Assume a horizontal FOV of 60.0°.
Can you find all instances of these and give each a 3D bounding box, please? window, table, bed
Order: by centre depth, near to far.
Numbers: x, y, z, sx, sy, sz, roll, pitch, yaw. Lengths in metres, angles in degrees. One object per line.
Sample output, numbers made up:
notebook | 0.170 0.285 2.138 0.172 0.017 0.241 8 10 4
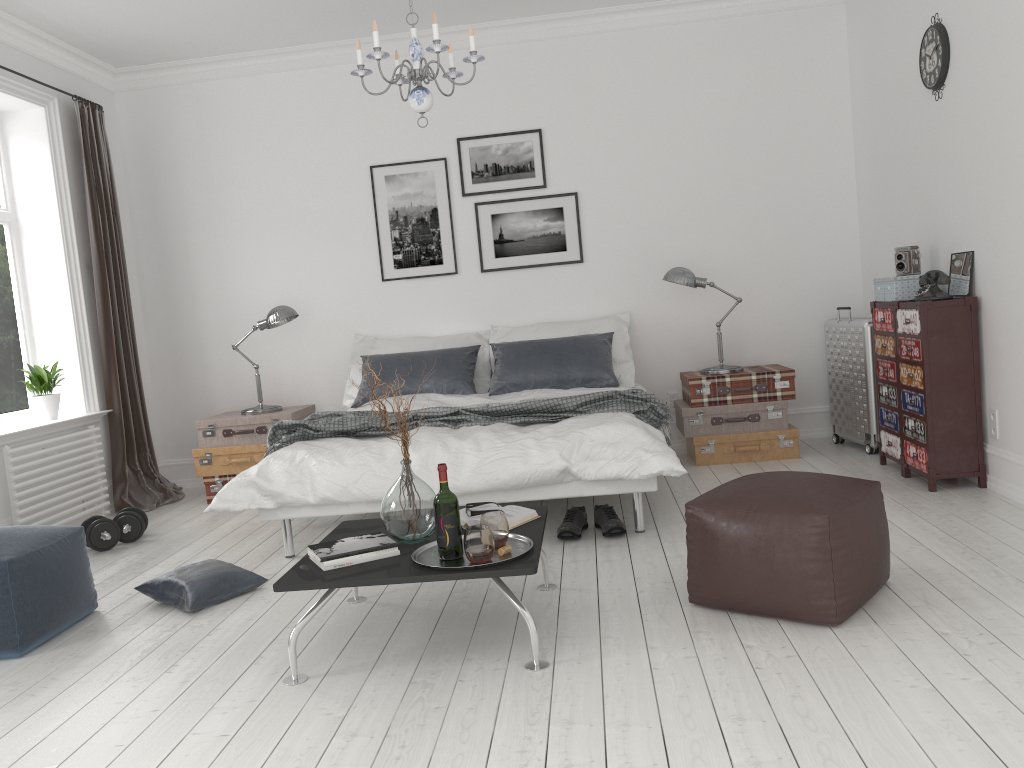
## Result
table | -0.284 0.700 3.087 0.833 0.313 0.824 -5 5 5
bed | -0.223 0.217 5.095 2.217 0.926 2.473 -5 5 6
window | -3.155 -0.682 5.100 0.120 1.956 1.112 -5 5 5

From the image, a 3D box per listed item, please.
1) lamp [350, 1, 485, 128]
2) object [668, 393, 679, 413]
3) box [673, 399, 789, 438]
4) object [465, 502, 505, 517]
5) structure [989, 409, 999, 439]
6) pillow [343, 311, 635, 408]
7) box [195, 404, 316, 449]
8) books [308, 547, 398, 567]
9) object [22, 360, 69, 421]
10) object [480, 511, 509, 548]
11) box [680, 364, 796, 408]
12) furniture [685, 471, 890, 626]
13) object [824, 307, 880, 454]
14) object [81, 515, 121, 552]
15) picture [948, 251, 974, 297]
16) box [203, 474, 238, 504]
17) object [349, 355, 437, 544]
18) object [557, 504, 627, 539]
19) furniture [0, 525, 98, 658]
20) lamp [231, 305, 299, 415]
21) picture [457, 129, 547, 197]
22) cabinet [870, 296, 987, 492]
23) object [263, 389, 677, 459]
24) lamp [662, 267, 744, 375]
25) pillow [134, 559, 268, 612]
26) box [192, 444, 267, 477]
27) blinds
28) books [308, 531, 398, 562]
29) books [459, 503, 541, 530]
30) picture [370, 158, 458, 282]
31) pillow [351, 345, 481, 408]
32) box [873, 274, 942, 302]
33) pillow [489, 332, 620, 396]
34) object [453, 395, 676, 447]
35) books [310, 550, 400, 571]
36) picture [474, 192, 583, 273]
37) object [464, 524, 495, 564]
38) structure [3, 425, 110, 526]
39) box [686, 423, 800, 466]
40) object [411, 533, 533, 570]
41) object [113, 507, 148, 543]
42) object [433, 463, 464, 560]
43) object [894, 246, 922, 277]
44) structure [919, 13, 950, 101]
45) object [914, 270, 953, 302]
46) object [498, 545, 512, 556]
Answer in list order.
lamp | -0.439 -1.676 3.825 0.594 1.123 0.528 -5 5 5
object | 1.136 0.133 6.219 0.070 0.140 0.009 -5 5 5
box | 1.403 0.197 5.730 0.647 0.185 0.537 -5 5 5
object | -0.104 0.460 3.267 0.135 0.030 0.141 -6 5 -10
structure | 2.298 0.191 4.231 0.009 0.140 0.070 -5 5 5
pillow | -0.155 -0.161 6.003 1.965 0.529 0.465 -5 5 4
box | -1.715 0.286 5.992 0.647 0.185 0.537 -5 5 5
books | -0.531 0.555 2.954 0.254 0.014 0.191 -8 5 -27
object | -2.871 0.035 5.440 0.284 0.369 0.215 -7 5 -16
object | -0.058 0.480 2.923 0.095 0.106 0.095 -4 5 16
box | 1.442 0.009 5.714 0.647 0.185 0.537 -5 5 5
furniture | 0.959 0.526 3.100 0.646 0.423 0.646 -2 6 39
object | 2.206 -0.046 5.621 0.208 0.902 0.647 -6 5 -5
object | -2.238 0.811 4.813 0.179 0.179 0.326 -9 6 -40
picture | 2.237 -0.547 4.424 0.037 0.218 0.254 -5 5 5
box | -1.676 0.649 6.026 0.647 0.185 0.537 -5 5 5
object | -0.407 0.221 3.048 0.291 0.666 0.313 -8 6 -32
object | 0.369 0.641 4.156 0.322 0.127 0.300 -5 5 5
furniture | -2.023 0.779 3.453 0.646 0.423 0.646 -5 5 6
lamp | -1.633 -0.164 5.943 0.488 0.699 0.269 -5 5 5
picture | -0.072 -1.535 6.162 0.592 0.403 0.015 -5 5 5
cabinet | 2.167 0.022 4.672 0.281 0.942 0.762 -5 5 5
object | -0.264 0.286 4.455 2.154 0.377 0.536 -5 5 8
lamp | 1.233 -0.414 5.682 0.488 0.699 0.269 -5 5 5
pillow | -1.309 0.832 3.738 0.381 0.121 0.391 -2 6 35
box | -1.744 0.472 6.011 0.647 0.185 0.537 -5 5 5
blinds | -2.555 -0.524 5.923 0.327 2.680 0.779 -5 5 0
books | -0.533 0.542 2.960 0.257 0.012 0.207 -8 5 -24
books | -0.099 0.489 3.273 0.342 0.040 0.231 -2 6 37
picture | -0.691 -1.153 6.248 0.545 0.810 0.015 -5 5 5
pillow | -0.624 -0.050 5.842 0.837 0.329 0.405 -5 5 5
box | 2.138 -0.522 4.804 0.242 0.131 0.332 -5 5 5
pillow | 0.262 -0.127 5.752 0.842 0.339 0.405 -5 5 5
object | -0.245 0.357 4.835 2.236 0.500 0.521 -5 5 8
books | -0.525 0.569 2.956 0.259 0.014 0.191 -8 5 -25
picture | 0.118 -1.055 6.191 0.720 0.486 0.015 -5 5 5
object | -0.102 0.498 2.758 0.095 0.106 0.095 -4 5 16
structure | -2.658 0.626 5.182 0.114 0.670 0.887 -5 5 5
box | 1.477 0.374 5.741 0.647 0.185 0.537 -5 5 5
object | -0.192 0.562 2.961 0.395 0.063 0.622 -9 6 -36
object | -2.142 0.788 4.968 0.179 0.179 0.326 -7 5 -15
object | -0.208 0.403 2.823 0.081 0.303 0.081 -3 5 22
object | 2.127 -0.663 4.775 0.117 0.157 0.121 -9 6 -35
structure | 2.147 -1.663 4.522 0.043 0.427 0.330 -5 5 5
object | 2.112 -0.493 4.443 0.181 0.155 0.216 -2 6 35
object | -0.023 0.528 2.814 0.024 0.024 0.046 -2 6 35
